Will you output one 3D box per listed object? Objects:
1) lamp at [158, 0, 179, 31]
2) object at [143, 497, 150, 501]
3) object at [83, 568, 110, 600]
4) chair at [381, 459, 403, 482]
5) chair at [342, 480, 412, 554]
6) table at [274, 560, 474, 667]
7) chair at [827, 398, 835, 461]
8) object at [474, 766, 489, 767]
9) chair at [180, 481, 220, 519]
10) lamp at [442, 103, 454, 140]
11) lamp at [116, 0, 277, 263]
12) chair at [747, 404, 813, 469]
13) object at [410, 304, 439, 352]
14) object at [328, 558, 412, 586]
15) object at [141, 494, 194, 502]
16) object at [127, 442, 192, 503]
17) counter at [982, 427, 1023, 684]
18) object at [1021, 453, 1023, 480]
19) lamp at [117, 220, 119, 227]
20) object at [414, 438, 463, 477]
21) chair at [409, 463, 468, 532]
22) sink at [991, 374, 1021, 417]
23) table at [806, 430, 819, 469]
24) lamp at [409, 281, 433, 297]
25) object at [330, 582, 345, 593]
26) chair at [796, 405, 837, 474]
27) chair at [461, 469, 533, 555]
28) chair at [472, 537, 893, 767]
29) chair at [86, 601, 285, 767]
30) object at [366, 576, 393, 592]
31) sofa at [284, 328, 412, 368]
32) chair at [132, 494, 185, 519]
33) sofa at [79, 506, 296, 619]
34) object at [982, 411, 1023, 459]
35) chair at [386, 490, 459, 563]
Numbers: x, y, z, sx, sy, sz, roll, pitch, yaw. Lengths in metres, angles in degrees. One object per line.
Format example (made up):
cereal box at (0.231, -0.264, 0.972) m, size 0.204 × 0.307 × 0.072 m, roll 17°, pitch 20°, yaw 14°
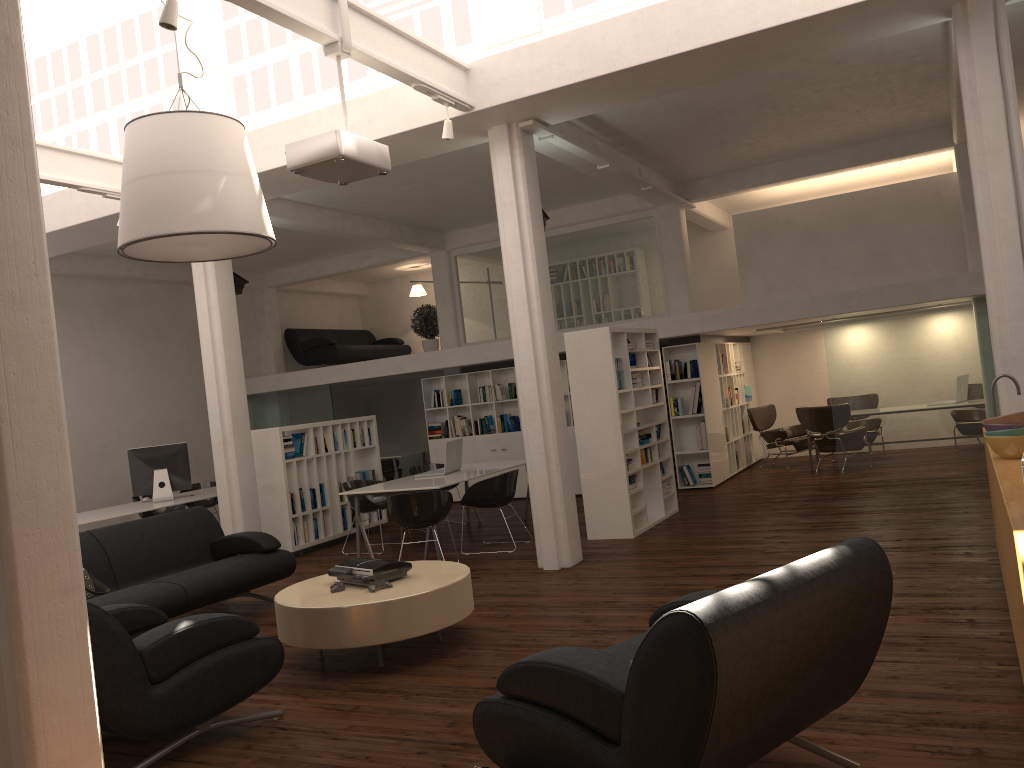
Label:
lamp at (-2.245, -2.485, 5.763) m, size 0.136 × 0.357 × 0.117 m, roll -7°, pitch -1°, yaw 20°
object at (-6.022, 1.894, 14.597) m, size 0.108 × 0.052 × 0.194 m, roll -6°, pitch -1°, yaw -17°
object at (-4.083, 1.883, 8.229) m, size 0.331 × 0.352 × 0.586 m, roll -7°, pitch -1°, yaw 42°
chair at (-3.251, 2.021, 21.277) m, size 0.991 × 1.183 × 0.994 m, roll -7°, pitch -1°, yaw 27°
chair at (-2.004, 1.878, 12.760) m, size 0.757 × 1.004 × 0.795 m, roll -7°, pitch -1°, yaw 27°
table at (-1.123, 1.933, 7.406) m, size 1.616 × 0.570 × 1.616 m, roll -7°, pitch -1°, yaw 20°
chair at (6.648, 0.825, 17.163) m, size 0.994 × 1.183 × 0.991 m, roll -7°, pitch -1°, yaw 22°
object at (-0.028, 1.864, 3.838) m, size 0.618 × 0.376 × 0.271 m, roll -7°, pitch -1°, yaw 43°
chair at (-5.722, 2.352, 16.516) m, size 0.795 × 1.004 × 0.757 m, roll -6°, pitch -1°, yaw -18°
lamp at (-0.655, -2.634, 8.931) m, size 0.136 × 0.357 × 0.117 m, roll -7°, pitch -1°, yaw 33°
lamp at (-3.106, -3.361, 8.130) m, size 1.386 × 4.284 × 1.386 m, roll -7°, pitch -1°, yaw 41°
chair at (5.223, 0.991, 17.234) m, size 0.994 × 1.183 × 0.991 m, roll -6°, pitch -1°, yaw -43°
object at (-1.752, -1.147, 18.839) m, size 0.793 × 1.127 × 0.770 m, roll -7°, pitch -1°, yaw 25°
object at (-1.195, 1.571, 7.462) m, size 0.471 × 0.163 × 0.558 m, roll -6°, pitch -1°, yaw -43°
object at (-5.609, 1.856, 14.465) m, size 0.804 × 0.032 × 0.217 m, roll -6°, pitch -1°, yaw -18°
object at (-5.576, 1.418, 14.068) m, size 0.886 × 0.888 × 0.347 m, roll -6°, pitch -1°, yaw -18°
counter at (3.269, 1.082, 5.140) m, size 0.689 × 1.141 × 6.858 m, roll -7°, pitch -1°, yaw 27°
object at (2.401, 0.445, 3.850) m, size 0.291 × 0.296 × 0.385 m, roll -7°, pitch -1°, yaw 32°
lamp at (-4.879, -2.119, 11.067) m, size 0.136 × 0.357 × 0.117 m, roll -7°, pitch -1°, yaw 20°
object at (-1.080, 1.090, 13.149) m, size 0.557 × 0.470 × 0.702 m, roll -7°, pitch -1°, yaw 17°
chair at (-1.252, 1.808, 14.344) m, size 0.795 × 1.004 × 0.757 m, roll -6°, pitch -1°, yaw -28°
sink at (4.067, 0.286, 6.904) m, size 0.596 × 0.774 × 1.757 m, roll -7°, pitch -1°, yaw 27°
table at (7.206, 0.871, 15.692) m, size 3.900 × 0.947 × 1.040 m, roll -7°, pitch -1°, yaw 27°
lamp at (-1.418, -2.392, 20.897) m, size 2.635 × 0.513 × 0.447 m, roll -7°, pitch -1°, yaw 36°
object at (-1.424, 1.647, 7.226) m, size 0.119 × 0.062 × 0.193 m, roll -6°, pitch -1°, yaw -12°
chair at (5.646, 0.923, 15.525) m, size 0.994 × 1.183 × 0.991 m, roll -7°, pitch -1°, yaw 42°
chair at (-0.231, 1.659, 11.667) m, size 0.757 × 1.004 × 0.795 m, roll -7°, pitch -1°, yaw 22°
chair at (0.803, 1.391, 4.187) m, size 1.454 × 1.130 × 1.481 m, roll -6°, pitch -1°, yaw -42°
chair at (-2.551, 1.799, 5.847) m, size 1.454 × 1.130 × 1.481 m, roll -7°, pitch -1°, yaw 38°
object at (-1.094, 1.588, 7.096) m, size 0.193 × 0.099 × 0.231 m, roll -6°, pitch -1°, yaw -40°
sofa at (-3.888, -0.855, 21.480) m, size 1.467 × 1.119 × 3.087 m, roll -7°, pitch -1°, yaw 27°
chair at (-6.079, 2.379, 15.244) m, size 0.757 × 1.004 × 0.795 m, roll -7°, pitch -1°, yaw 27°
sofa at (-3.701, 1.970, 8.684) m, size 1.467 × 1.119 × 3.087 m, roll -7°, pitch -1°, yaw 27°
object at (3.402, 0.340, 6.023) m, size 0.299 × 0.332 × 0.331 m, roll -6°, pitch -1°, yaw -17°
chair at (-1.073, 1.744, 10.534) m, size 0.795 × 1.004 × 0.757 m, roll -7°, pitch -1°, yaw 2°
